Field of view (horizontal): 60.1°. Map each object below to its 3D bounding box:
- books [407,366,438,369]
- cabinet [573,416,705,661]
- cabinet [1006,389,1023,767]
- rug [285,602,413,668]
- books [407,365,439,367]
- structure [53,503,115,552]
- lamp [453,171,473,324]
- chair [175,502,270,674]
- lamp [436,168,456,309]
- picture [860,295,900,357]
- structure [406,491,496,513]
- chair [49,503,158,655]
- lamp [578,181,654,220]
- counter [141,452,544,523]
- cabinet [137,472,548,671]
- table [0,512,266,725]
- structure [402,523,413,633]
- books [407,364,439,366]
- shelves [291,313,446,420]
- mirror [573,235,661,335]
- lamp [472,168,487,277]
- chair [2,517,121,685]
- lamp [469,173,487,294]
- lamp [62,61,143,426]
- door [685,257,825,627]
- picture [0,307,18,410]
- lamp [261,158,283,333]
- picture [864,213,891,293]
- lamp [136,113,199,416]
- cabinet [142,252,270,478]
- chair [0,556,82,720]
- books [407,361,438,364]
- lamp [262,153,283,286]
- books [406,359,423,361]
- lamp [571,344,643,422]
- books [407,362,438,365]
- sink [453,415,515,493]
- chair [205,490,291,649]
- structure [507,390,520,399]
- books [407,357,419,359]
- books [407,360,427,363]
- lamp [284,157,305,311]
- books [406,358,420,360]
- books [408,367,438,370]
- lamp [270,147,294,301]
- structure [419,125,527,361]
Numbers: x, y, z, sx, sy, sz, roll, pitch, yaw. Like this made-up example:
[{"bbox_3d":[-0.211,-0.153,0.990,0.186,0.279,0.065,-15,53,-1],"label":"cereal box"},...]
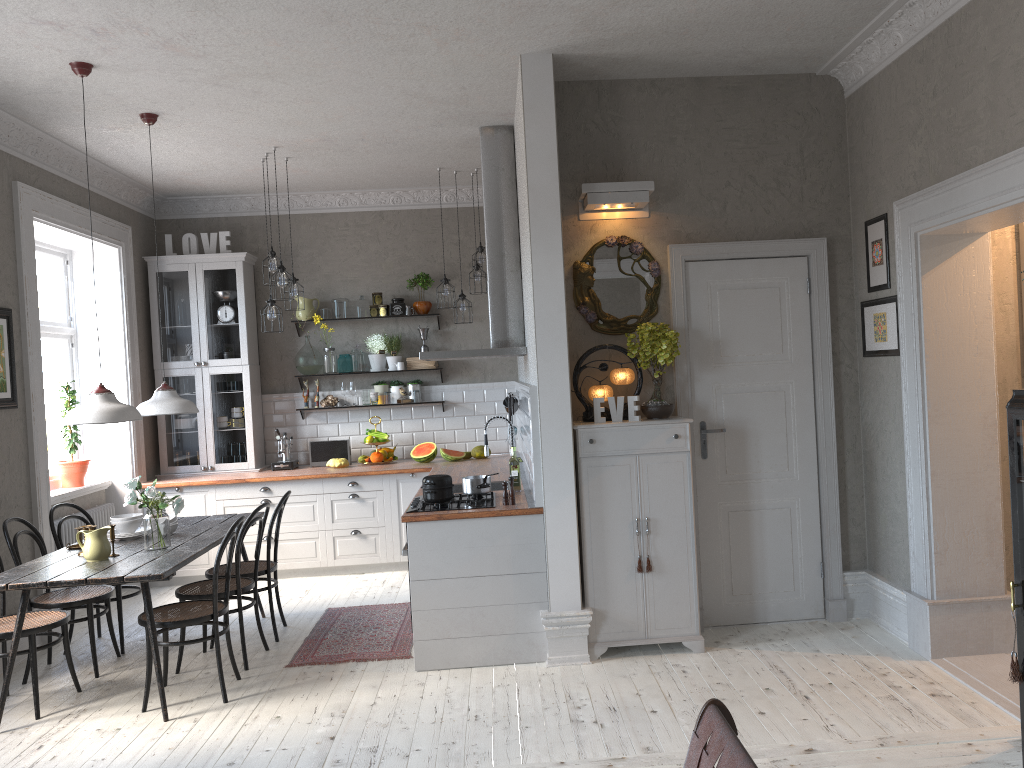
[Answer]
[{"bbox_3d":[-0.811,-0.153,8.056,0.260,0.011,0.158,-3,1,3],"label":"books"},{"bbox_3d":[0.696,0.854,5.034,0.668,1.297,0.383,-3,1,-3],"label":"cabinet"},{"bbox_3d":[1.729,0.748,2.505,0.349,1.471,0.617,-3,1,-2],"label":"cabinet"},{"bbox_3d":[-0.939,1.572,5.658,0.738,0.014,1.286,-3,1,-2],"label":"rug"},{"bbox_3d":[-0.812,-0.163,8.056,0.259,0.016,0.159,-3,1,10],"label":"books"},{"bbox_3d":[-3.208,1.169,6.521,0.149,0.428,1.219,-3,1,-3],"label":"structure"},{"bbox_3d":[-0.451,-1.373,7.402,0.149,1.735,0.144,-4,1,-31],"label":"lamp"},{"bbox_3d":[-1.679,1.167,5.173,0.547,0.920,0.439,-3,1,5],"label":"chair"},{"bbox_3d":[-0.584,-1.487,7.259,0.144,1.735,0.149,-3,1,29],"label":"lamp"},{"bbox_3d":[2.090,-0.320,5.021,0.014,0.331,0.488,-3,1,-1],"label":"picture"},{"bbox_3d":[-0.346,0.680,5.198,0.497,0.031,0.604,-3,1,-2],"label":"structure"},{"bbox_3d":[-2.602,1.210,5.639,0.545,0.920,0.441,-3,1,10],"label":"chair"},{"bbox_3d":[0.605,-1.065,5.149,0.417,0.171,0.219,-3,1,-3],"label":"lamp"},{"bbox_3d":[-1.438,0.754,6.427,3.169,0.039,3.382,-3,1,-2],"label":"counter"},{"bbox_3d":[-0.967,1.138,6.608,4.106,0.854,2.030,-2,1,44],"label":"cabinet"},{"bbox_3d":[-2.121,1.284,5.162,0.907,0.735,1.915,-3,1,-2],"label":"table"},{"bbox_3d":[-0.300,1.042,5.201,0.620,0.623,0.621,-3,1,-2],"label":"structure"},{"bbox_3d":[-0.812,-0.174,8.056,0.260,0.016,0.158,-3,1,6],"label":"books"},{"bbox_3d":[-1.282,-0.138,8.020,1.320,0.923,0.228,-3,1,-4],"label":"shelves"},{"bbox_3d":[0.625,-0.586,5.237,0.534,0.593,0.071,-3,1,-4],"label":"mirror"},{"bbox_3d":[-0.293,-1.762,7.344,0.149,1.735,0.144,-4,1,-31],"label":"lamp"},{"bbox_3d":[-2.610,1.217,5.152,0.551,0.920,0.436,-3,1,-5],"label":"chair"},{"bbox_3d":[-0.331,-1.634,7.513,0.143,1.735,0.150,-2,1,39],"label":"lamp"},{"bbox_3d":[-2.176,-0.724,4.591,0.372,1.858,0.387,-2,1,35],"label":"lamp"},{"bbox_3d":[1.463,0.344,5.306,0.753,2.183,0.080,-3,1,-4],"label":"door"},{"bbox_3d":[-3.082,-0.154,5.237,0.020,0.619,0.520,-3,1,-1],"label":"picture"},{"bbox_3d":[-1.851,-1.256,6.667,0.150,1.735,0.144,-4,1,-36],"label":"lamp"},{"bbox_3d":[2.067,-0.735,5.012,0.012,0.416,0.281,-3,1,-1],"label":"picture"},{"bbox_3d":[-2.193,-0.736,5.483,0.378,1.858,0.380,-3,1,5],"label":"lamp"},{"bbox_3d":[-2.671,-0.153,7.795,0.882,1.921,0.387,-3,1,-3],"label":"cabinet"},{"bbox_3d":[-2.595,1.223,4.598,0.547,0.920,0.439,-3,1,5],"label":"chair"},{"bbox_3d":[-0.814,-0.196,8.055,0.261,0.011,0.157,-3,1,0],"label":"books"},{"bbox_3d":[-1.799,-1.597,6.507,0.148,1.735,0.145,-3,1,-16],"label":"lamp"},{"bbox_3d":[-0.815,-0.217,8.055,0.259,0.016,0.159,-3,1,10],"label":"books"},{"bbox_3d":[0.554,0.049,5.112,0.448,0.558,0.172,-3,1,5],"label":"lamp"},{"bbox_3d":[-0.813,-0.185,8.056,0.260,0.011,0.158,-3,1,3],"label":"books"},{"bbox_3d":[-0.222,0.572,5.850,0.529,0.720,0.485,-3,1,-2],"label":"sink"},{"bbox_3d":[-1.670,1.160,5.657,0.551,0.920,0.436,-3,1,-5],"label":"chair"},{"bbox_3d":[0.012,0.085,7.119,0.095,0.053,1.083,-3,1,-1],"label":"structure"},{"bbox_3d":[-0.816,-0.239,8.055,0.260,0.011,0.158,-3,1,3],"label":"books"},{"bbox_3d":[-0.814,-0.207,8.055,0.260,0.011,0.158,-3,1,3],"label":"books"},{"bbox_3d":[-1.685,-1.424,6.671,0.148,1.735,0.145,-3,1,-16],"label":"lamp"},{"bbox_3d":[-0.815,-0.228,8.055,0.260,0.016,0.158,-3,1,6],"label":"books"},{"bbox_3d":[-0.811,-0.141,8.056,0.261,0.011,0.157,-3,1,0],"label":"books"},{"bbox_3d":[-1.693,-1.470,6.357,0.143,1.735,0.150,-2,1,44],"label":"lamp"},{"bbox_3d":[-0.307,-0.979,6.224,0.714,1.596,0.710,-3,1,-2],"label":"structure"}]
